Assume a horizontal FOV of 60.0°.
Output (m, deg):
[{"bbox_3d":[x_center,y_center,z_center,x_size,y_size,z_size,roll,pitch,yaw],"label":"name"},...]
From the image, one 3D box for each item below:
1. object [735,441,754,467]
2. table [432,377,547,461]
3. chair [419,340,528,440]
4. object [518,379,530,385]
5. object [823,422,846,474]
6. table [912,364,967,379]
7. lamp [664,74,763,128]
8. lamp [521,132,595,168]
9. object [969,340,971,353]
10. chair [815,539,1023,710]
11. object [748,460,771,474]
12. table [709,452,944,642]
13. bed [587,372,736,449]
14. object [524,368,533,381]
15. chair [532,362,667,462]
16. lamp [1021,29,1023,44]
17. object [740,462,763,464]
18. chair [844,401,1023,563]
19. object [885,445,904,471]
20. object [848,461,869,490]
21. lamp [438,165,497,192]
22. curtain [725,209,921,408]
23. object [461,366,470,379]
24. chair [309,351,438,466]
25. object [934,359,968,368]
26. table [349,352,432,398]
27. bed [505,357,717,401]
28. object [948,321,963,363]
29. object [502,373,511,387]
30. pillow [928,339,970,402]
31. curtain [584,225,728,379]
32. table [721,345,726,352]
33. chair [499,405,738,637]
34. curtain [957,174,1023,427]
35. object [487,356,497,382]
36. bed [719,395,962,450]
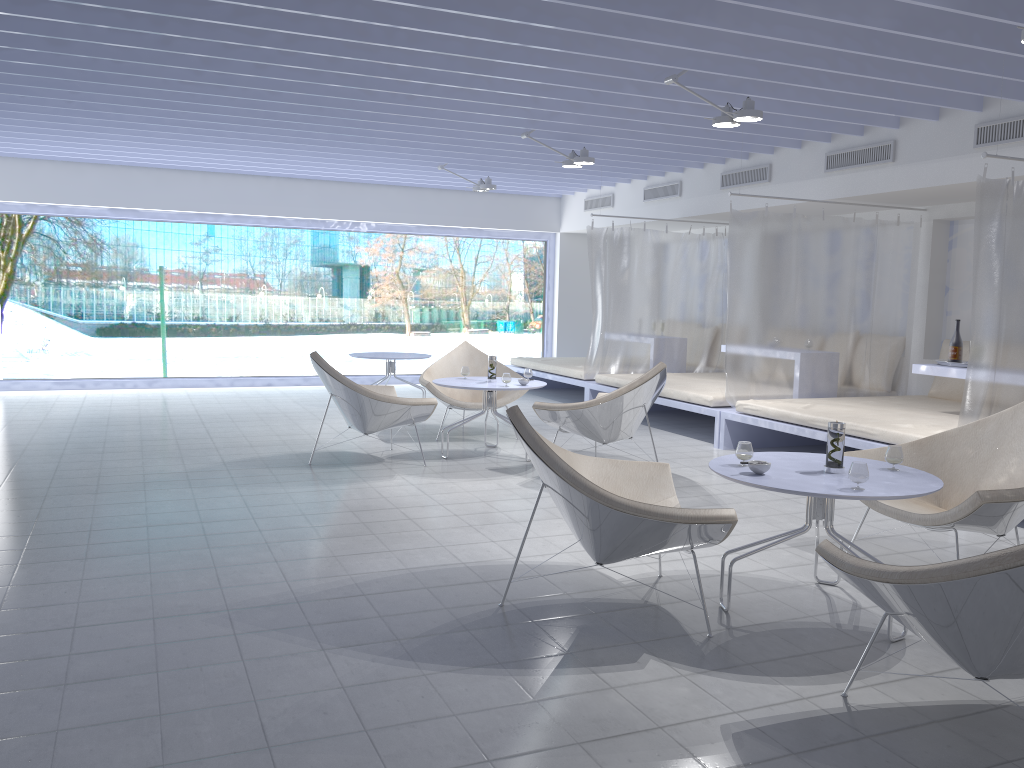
[{"bbox_3d":[0.886,0.267,3.384,0.068,0.091,0.068,-2,7,-33],"label":"object"},{"bbox_3d":[-0.167,0.251,6.404,0.825,0.534,0.823,-2,7,-32],"label":"table"},{"bbox_3d":[-0.339,0.035,7.385,0.906,0.759,0.753,0,6,-13],"label":"chair"},{"bbox_3d":[0.083,-0.012,6.198,0.082,0.043,0.082,5,7,35],"label":"object"},{"bbox_3d":[1.204,0.236,3.300,0.075,0.185,0.075,5,7,30],"label":"object"},{"bbox_3d":[3.197,0.134,5.827,0.416,0.450,1.065,-1,6,-23],"label":"table"},{"bbox_3d":[1.177,-1.694,5.290,0.587,0.218,0.380,-1,6,-23],"label":"lamp"},{"bbox_3d":[0.354,-1.906,7.200,0.587,0.218,0.380,-1,6,-23],"label":"lamp"},{"bbox_3d":[3.141,-0.209,6.049,0.059,0.174,0.059,5,7,34],"label":"object"},{"bbox_3d":[1.372,0.586,2.320,0.906,0.759,0.753,1,6,-9],"label":"chair"},{"bbox_3d":[0.901,0.306,3.232,0.082,0.043,0.082,-1,6,-22],"label":"object"},{"bbox_3d":[1.150,0.592,3.341,0.823,0.534,0.825,7,8,43],"label":"table"},{"bbox_3d":[2.109,0.167,8.342,2.016,0.427,2.200,-1,6,-23],"label":"bed"},{"bbox_3d":[0.119,-0.070,6.546,0.068,0.091,0.068,-2,7,-31],"label":"object"},{"bbox_3d":[0.686,0.207,5.928,0.753,0.759,0.906,6,7,37],"label":"chair"},{"bbox_3d":[1.999,-1.481,3.381,0.587,0.218,0.380,-1,6,-23],"label":"lamp"},{"bbox_3d":[0.870,0.287,3.222,0.098,0.016,0.012,-1,6,-24],"label":"object"},{"bbox_3d":[1.973,0.447,3.856,0.753,0.759,0.906,-1,6,-19],"label":"chair"},{"bbox_3d":[1.457,0.281,3.381,0.068,0.091,0.068,-2,7,-33],"label":"object"},{"bbox_3d":[1.176,0.311,3.009,0.068,0.091,0.068,-2,7,-33],"label":"object"},{"bbox_3d":[-0.476,-2.120,9.127,0.587,0.218,0.380,-1,6,-23],"label":"lamp"},{"bbox_3d":[2.559,-0.587,7.238,1.998,1.559,0.125,-1,6,-25],"label":"curtain"},{"bbox_3d":[-0.347,-0.085,6.575,0.068,0.091,0.068,1,6,-1],"label":"object"},{"bbox_3d":[-1.022,0.149,6.074,0.753,0.759,0.906,-2,6,-28],"label":"chair"},{"bbox_3d":[3.088,-0.137,6.085,0.275,0.031,0.429,-1,6,-22],"label":"object"},{"bbox_3d":[-1.222,-0.026,8.900,0.825,0.534,0.823,4,6,24],"label":"table"},{"bbox_3d":[1.255,-0.055,10.368,2.022,0.422,2.200,-1,6,-23],"label":"bed"},{"bbox_3d":[3.076,-0.293,6.139,0.092,0.302,0.092,5,7,34],"label":"object"},{"bbox_3d":[-0.038,-0.029,6.098,0.068,0.091,0.068,2,6,5],"label":"object"},{"bbox_3d":[3.640,-0.097,7.186,0.230,0.521,0.524,-1,6,-21],"label":"pillow"},{"bbox_3d":[1.649,-0.832,9.247,2.050,1.552,0.151,-1,6,-23],"label":"curtain"},{"bbox_3d":[2.333,-0.089,7.834,0.416,0.450,1.065,-1,6,-23],"label":"table"},{"bbox_3d":[0.334,0.459,3.333,0.753,0.759,0.906,1,6,-6],"label":"chair"},{"bbox_3d":[3.387,-0.384,5.211,2.050,1.552,0.151,-1,6,-23],"label":"curtain"},{"bbox_3d":[-0.143,-0.111,6.400,0.075,0.189,0.075,-2,7,-31],"label":"object"},{"bbox_3d":[2.992,0.394,6.333,2.022,0.422,2.200,-1,6,-23],"label":"bed"}]
